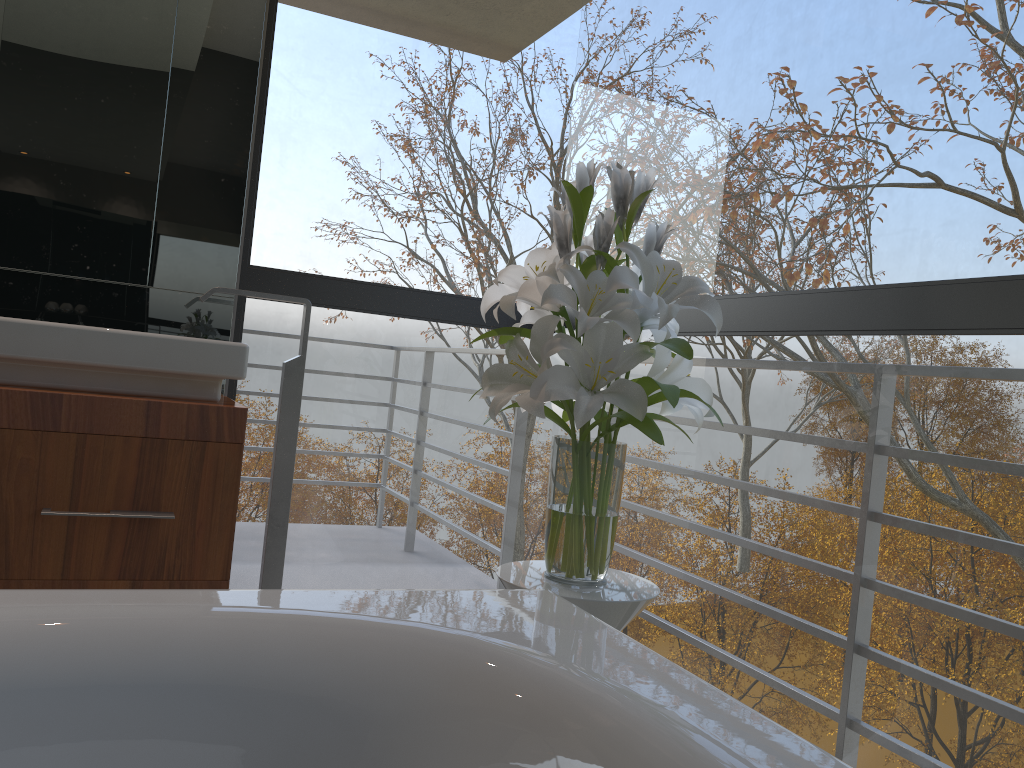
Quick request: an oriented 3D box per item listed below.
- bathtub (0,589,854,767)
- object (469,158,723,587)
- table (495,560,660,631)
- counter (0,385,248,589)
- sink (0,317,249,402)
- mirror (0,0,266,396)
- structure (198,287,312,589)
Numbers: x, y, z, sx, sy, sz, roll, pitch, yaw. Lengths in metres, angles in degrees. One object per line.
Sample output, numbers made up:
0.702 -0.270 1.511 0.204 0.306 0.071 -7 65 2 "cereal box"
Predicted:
-0.173 0.567 0.284 1.327 0.504 1.959 6 0 -24 "bathtub"
0.153 -0.033 1.669 0.460 0.796 0.450 6 0 3 "object"
0.097 0.602 1.656 0.307 0.479 0.308 6 0 -40 "table"
-1.561 0.311 1.840 1.847 0.704 0.525 6 0 -24 "counter"
-1.034 -0.123 2.111 0.750 0.266 0.352 6 0 -24 "sink"
-1.576 -0.848 2.210 1.789 1.618 0.253 6 0 -24 "mirror"
-0.683 0.261 2.248 0.303 0.989 0.069 6 0 -24 "structure"
